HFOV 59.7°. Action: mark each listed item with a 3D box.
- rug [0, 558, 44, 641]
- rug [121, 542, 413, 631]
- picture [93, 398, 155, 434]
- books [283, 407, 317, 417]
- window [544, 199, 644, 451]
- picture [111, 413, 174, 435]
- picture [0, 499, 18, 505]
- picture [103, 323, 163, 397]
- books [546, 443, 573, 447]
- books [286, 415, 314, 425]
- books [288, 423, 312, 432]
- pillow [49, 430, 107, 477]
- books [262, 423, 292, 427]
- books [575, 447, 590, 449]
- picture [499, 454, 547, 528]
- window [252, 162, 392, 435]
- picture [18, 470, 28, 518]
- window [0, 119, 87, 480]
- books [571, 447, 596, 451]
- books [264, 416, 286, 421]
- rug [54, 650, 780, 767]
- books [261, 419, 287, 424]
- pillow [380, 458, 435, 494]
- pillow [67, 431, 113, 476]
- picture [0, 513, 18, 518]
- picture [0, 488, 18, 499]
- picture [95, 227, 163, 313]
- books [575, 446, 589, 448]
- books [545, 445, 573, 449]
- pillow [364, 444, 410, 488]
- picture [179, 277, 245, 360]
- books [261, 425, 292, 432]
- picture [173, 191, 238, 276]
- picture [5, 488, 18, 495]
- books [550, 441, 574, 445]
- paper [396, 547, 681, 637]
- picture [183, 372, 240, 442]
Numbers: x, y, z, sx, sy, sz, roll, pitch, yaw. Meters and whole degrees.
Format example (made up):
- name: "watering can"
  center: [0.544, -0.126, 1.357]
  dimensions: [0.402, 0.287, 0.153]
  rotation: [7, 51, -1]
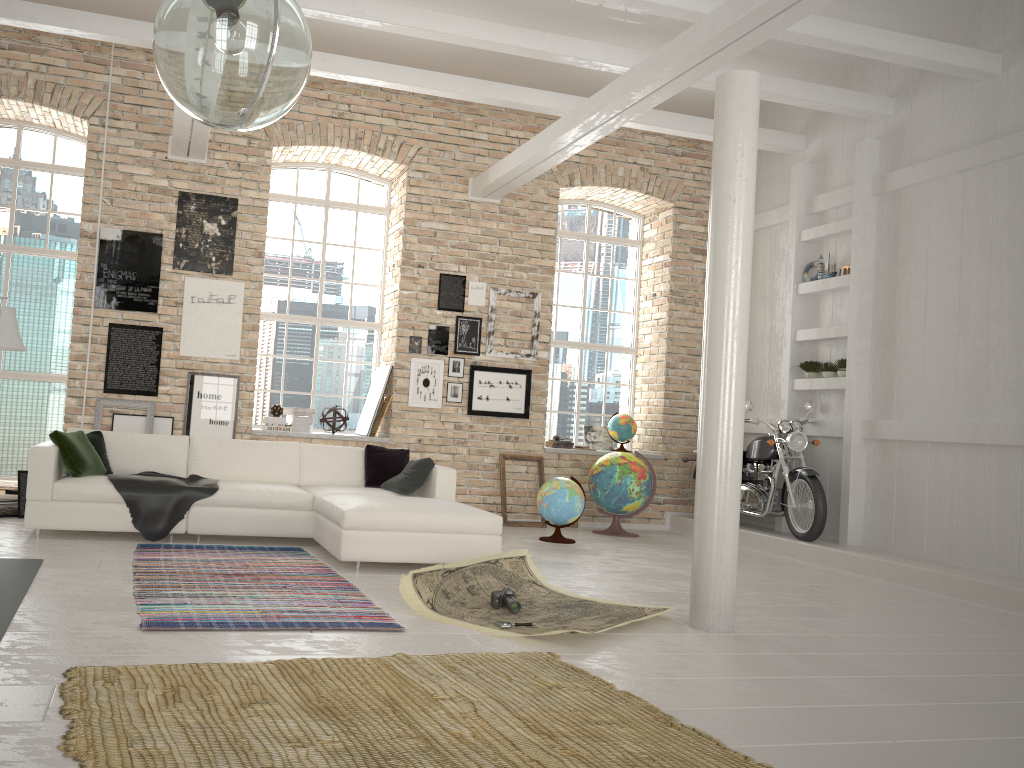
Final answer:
- name: "rug"
  center: [-3.067, 1.032, 4.150]
  dimensions: [1.379, 0.041, 2.829]
  rotation: [5, -3, -22]
- name: "rug"
  center: [-1.640, 1.196, 5.440]
  dimensions: [1.351, 0.008, 2.793]
  rotation: [5, -3, -22]
- name: "picture"
  center: [-3.702, 0.440, 8.492]
  dimensions: [0.525, 0.582, 0.294]
  rotation: [4, -3, -17]
- name: "books"
  center: [-2.265, 0.294, 9.502]
  dimensions: [0.285, 0.085, 0.244]
  rotation: [6, -4, -38]
- name: "window"
  center: [3.040, -0.845, 5.219]
  dimensions: [1.373, 2.988, 11.891]
  rotation: [5, -3, -22]
- name: "picture"
  center: [-3.573, 0.583, 8.595]
  dimensions: [0.556, 0.568, 0.152]
  rotation: [4, -3, -16]
- name: "picture"
  center: [-4.381, 1.004, 7.923]
  dimensions: [0.624, 0.048, 0.736]
  rotation: [2, -3, 29]
- name: "picture"
  center: [-3.683, -0.233, 8.677]
  dimensions: [0.493, 0.680, 0.067]
  rotation: [4, -3, -15]
- name: "books"
  center: [0.529, 0.691, 10.074]
  dimensions: [0.245, 0.029, 0.211]
  rotation: [5, -3, -19]
- name: "books"
  center: [-2.264, 0.380, 9.507]
  dimensions: [0.227, 0.088, 0.332]
  rotation: [5, -3, -25]
- name: "books"
  center: [-2.269, 0.462, 9.502]
  dimensions: [0.231, 0.088, 0.326]
  rotation: [5, -3, -15]
- name: "pillow"
  center: [-3.342, 0.532, 6.867]
  dimensions: [0.311, 0.343, 0.409]
  rotation: [3, -3, 5]
- name: "books"
  center: [-2.411, 0.420, 9.142]
  dimensions: [0.259, 0.024, 0.228]
  rotation: [5, -3, -22]
- name: "books"
  center: [0.787, 0.711, 9.941]
  dimensions: [0.099, 0.014, 0.142]
  rotation: [6, -4, -37]
- name: "picture"
  center: [0.119, 1.143, 9.554]
  dimensions: [0.488, 0.748, 0.230]
  rotation: [4, -3, -16]
- name: "window"
  center: [0.075, -1.084, 4.411]
  dimensions: [1.373, 2.988, 11.891]
  rotation: [5, -3, -22]
- name: "picture"
  center: [-4.082, 0.954, 7.670]
  dimensions: [0.309, 0.404, 0.205]
  rotation: [6, -4, -40]
- name: "window"
  center: [-2.939, -0.993, 3.581]
  dimensions: [1.373, 3.654, 11.891]
  rotation: [5, -3, -22]
- name: "books"
  center: [0.797, 0.728, 9.936]
  dimensions: [0.219, 0.022, 0.183]
  rotation: [5, -3, -18]
- name: "books"
  center: [-2.435, 0.353, 9.150]
  dimensions: [0.174, 0.030, 0.186]
  rotation: [5, -3, -30]
- name: "rug"
  center: [-0.416, 1.151, 3.095]
  dimensions: [2.097, 0.021, 1.611]
  rotation: [5, -3, -24]
- name: "books"
  center: [-2.444, 0.387, 9.147]
  dimensions: [0.191, 0.040, 0.206]
  rotation: [6, -3, -33]
- name: "pillow"
  center: [-0.870, 0.753, 7.451]
  dimensions: [0.323, 0.305, 0.439]
  rotation: [5, -3, -29]
- name: "pillow"
  center: [-3.425, 0.556, 7.145]
  dimensions: [0.332, 0.365, 0.388]
  rotation: [2, -3, 27]
- name: "picture"
  center: [-4.381, 1.117, 7.899]
  dimensions: [0.625, 0.048, 0.736]
  rotation: [2, -3, 31]
- name: "picture"
  center: [-4.367, 0.967, 7.898]
  dimensions: [0.731, 0.048, 0.627]
  rotation: [6, -4, -41]
- name: "picture"
  center: [-3.725, -1.105, 8.676]
  dimensions: [0.570, 0.785, 0.038]
  rotation: [4, -3, -15]
- name: "books"
  center: [0.781, 0.698, 9.948]
  dimensions: [0.124, 0.013, 0.109]
  rotation: [7, -4, -43]
- name: "books"
  center: [0.529, 0.717, 10.069]
  dimensions: [0.247, 0.025, 0.210]
  rotation: [5, -3, -17]
- name: "pillow"
  center: [-1.095, 0.739, 7.835]
  dimensions: [0.412, 0.390, 0.251]
  rotation: [4, -3, -16]
- name: "picture"
  center: [-2.978, -0.647, 8.861]
  dimensions: [0.569, 0.784, 0.038]
  rotation: [4, -3, -15]
- name: "books"
  center: [-2.416, 0.456, 9.139]
  dimensions: [0.265, 0.048, 0.228]
  rotation: [5, -3, -22]
- name: "picture"
  center: [-3.052, -1.498, 8.886]
  dimensions: [0.568, 0.783, 0.038]
  rotation: [4, -3, -15]
- name: "picture"
  center: [-4.271, 0.954, 7.953]
  dimensions: [0.297, 0.048, 0.377]
  rotation: [3, -3, 8]
- name: "books"
  center: [0.539, 0.666, 10.079]
  dimensions: [0.246, 0.026, 0.213]
  rotation: [5, -3, -23]
- name: "paper"
  center: [0.203, 1.162, 5.013]
  dimensions: [1.132, 0.265, 1.370]
  rotation: [2, -4, 36]
- name: "picture"
  center: [-2.981, 0.273, 8.835]
  dimensions: [0.501, 0.756, 0.012]
  rotation: [4, -3, -15]
